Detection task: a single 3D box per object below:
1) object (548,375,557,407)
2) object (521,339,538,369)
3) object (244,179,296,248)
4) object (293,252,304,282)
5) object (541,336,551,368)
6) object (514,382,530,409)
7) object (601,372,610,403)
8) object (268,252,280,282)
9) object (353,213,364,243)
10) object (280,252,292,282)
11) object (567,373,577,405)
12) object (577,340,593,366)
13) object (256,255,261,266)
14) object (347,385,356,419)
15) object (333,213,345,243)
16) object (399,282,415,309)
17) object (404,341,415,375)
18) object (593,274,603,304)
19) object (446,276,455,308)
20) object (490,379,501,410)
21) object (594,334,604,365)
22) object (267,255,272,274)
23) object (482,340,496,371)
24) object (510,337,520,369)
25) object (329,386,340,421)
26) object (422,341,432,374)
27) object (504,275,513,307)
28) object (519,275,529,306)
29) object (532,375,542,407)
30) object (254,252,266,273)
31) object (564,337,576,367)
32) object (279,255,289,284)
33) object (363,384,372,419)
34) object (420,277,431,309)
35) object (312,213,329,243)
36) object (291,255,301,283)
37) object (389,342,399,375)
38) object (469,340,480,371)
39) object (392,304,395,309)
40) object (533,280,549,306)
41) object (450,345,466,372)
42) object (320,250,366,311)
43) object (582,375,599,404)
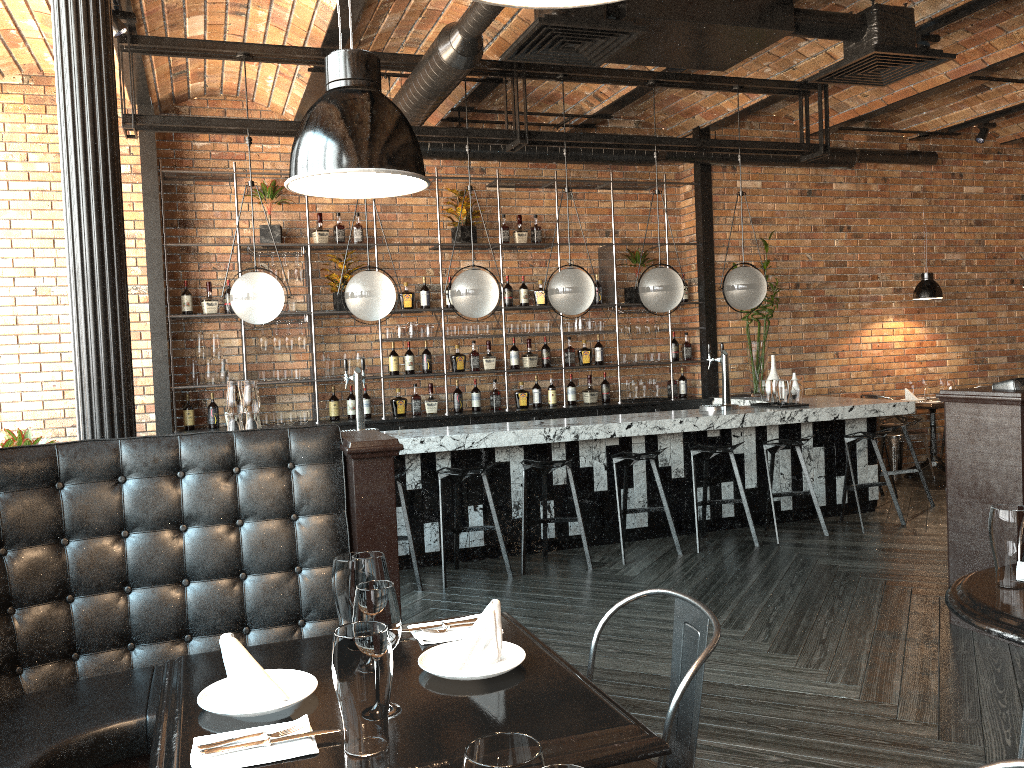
[{"bbox_3d":[0.375,0.061,8.338,0.080,0.299,0.080,-3,2,-17],"label":"object"},{"bbox_3d":[0.163,-0.281,8.242,0.123,0.279,0.123,-4,2,-30],"label":"object"},{"bbox_3d":[-2.044,-1.442,7.492,0.377,0.554,0.422,-4,2,-31],"label":"object"},{"bbox_3d":[-1.798,-0.987,7.463,0.092,0.244,0.092,-3,2,-13],"label":"object"},{"bbox_3d":[0.317,-0.301,8.313,0.086,0.299,0.086,-1,2,30],"label":"object"},{"bbox_3d":[0.093,0.102,8.240,0.151,0.248,0.094,-3,2,-10],"label":"object"},{"bbox_3d":[0.897,0.030,8.522,0.086,0.299,0.086,-1,2,30],"label":"object"},{"bbox_3d":[-1.989,-0.976,7.397,0.092,0.244,0.092,-3,2,-13],"label":"object"},{"bbox_3d":[-1.337,-1.345,7.712,0.083,0.282,0.083,-3,2,-4],"label":"object"},{"bbox_3d":[-1.896,-0.981,7.429,0.092,0.244,0.092,-3,2,-13],"label":"object"},{"bbox_3d":[0.565,0.049,8.412,0.086,0.298,0.086,-1,2,30],"label":"object"},{"bbox_3d":[0.693,-0.295,8.440,0.151,0.248,0.094,-3,2,-10],"label":"object"},{"bbox_3d":[-2.147,-0.974,7.517,0.092,0.244,0.092,-3,2,-13],"label":"object"},{"bbox_3d":[-1.401,0.157,7.756,0.086,0.298,0.086,-1,2,30],"label":"object"},{"bbox_3d":[-1.494,-1.336,7.658,0.083,0.282,0.083,-4,3,-34],"label":"object"},{"bbox_3d":[-0.935,-0.776,7.864,0.151,0.248,0.094,-3,2,-15],"label":"object"},{"bbox_3d":[-0.916,-0.233,7.916,0.086,0.298,0.086,-1,2,30],"label":"object"},{"bbox_3d":[0.818,-0.900,8.474,0.086,0.297,0.086,-1,2,30],"label":"object"},{"bbox_3d":[-0.555,-0.823,8.003,0.086,0.298,0.086,-1,2,30],"label":"object"},{"bbox_3d":[-0.154,0.098,8.155,0.083,0.282,0.083,-4,3,-34],"label":"object"},{"bbox_3d":[0.832,-0.329,8.503,0.086,0.298,0.086,-1,2,30],"label":"object"},{"bbox_3d":[-2.043,-0.980,7.553,0.092,0.244,0.092,-3,2,-13],"label":"object"},{"bbox_3d":[-0.209,-0.260,8.114,0.123,0.279,0.123,-3,2,-5],"label":"object"},{"bbox_3d":[0.022,-0.284,8.216,0.086,0.298,0.086,-1,2,30],"label":"object"},{"bbox_3d":[-1.541,0.167,7.681,0.086,0.299,0.086,-1,2,30],"label":"object"},{"bbox_3d":[-0.764,-0.240,7.939,0.086,0.297,0.086,-1,2,30],"label":"object"},{"bbox_3d":[-0.036,-0.853,8.178,0.086,0.299,0.086,-1,2,30],"label":"object"},{"bbox_3d":[0.110,-0.862,8.259,0.086,0.298,0.086,-1,2,30],"label":"object"},{"bbox_3d":[0.233,0.068,8.303,0.086,0.298,0.086,-1,2,30],"label":"object"},{"bbox_3d":[-2.093,-0.970,7.361,0.092,0.244,0.092,-3,2,-13],"label":"object"},{"bbox_3d":[0.547,-0.305,8.390,0.083,0.282,0.083,-4,3,-34],"label":"object"},{"bbox_3d":[-1.950,-0.985,7.585,0.092,0.244,0.092,-3,2,-13],"label":"object"},{"bbox_3d":[-1.281,0.152,7.773,0.086,0.298,0.086,-1,2,30],"label":"object"},{"bbox_3d":[-0.778,-0.810,7.932,0.086,0.298,0.086,-1,2,30],"label":"object"},{"bbox_3d":[-1.643,-1.326,7.608,0.123,0.279,0.123,-4,2,-30],"label":"object"},{"bbox_3d":[-1.852,-0.990,7.619,0.092,0.244,0.092,-3,2,-13],"label":"object"},{"bbox_3d":[-1.046,-0.224,7.845,0.086,0.299,0.086,-1,2,30],"label":"object"},{"bbox_3d":[-0.344,-0.256,8.081,0.083,0.282,0.083,-3,2,-19],"label":"object"},{"bbox_3d":[-1.087,-0.785,7.811,0.083,0.282,0.083,-4,3,-34],"label":"object"},{"bbox_3d":[0.272,-0.843,8.282,0.151,0.248,0.094,-2,2,10],"label":"object"},{"bbox_3d":[-0.489,-0.229,8.031,0.151,0.248,0.094,-4,2,-30],"label":"object"},{"bbox_3d":[-1.444,-0.885,7.656,0.430,0.526,0.425,-3,2,-7],"label":"object"},{"bbox_3d":[0.743,0.050,8.451,0.123,0.279,0.123,-4,2,-30],"label":"object"}]
